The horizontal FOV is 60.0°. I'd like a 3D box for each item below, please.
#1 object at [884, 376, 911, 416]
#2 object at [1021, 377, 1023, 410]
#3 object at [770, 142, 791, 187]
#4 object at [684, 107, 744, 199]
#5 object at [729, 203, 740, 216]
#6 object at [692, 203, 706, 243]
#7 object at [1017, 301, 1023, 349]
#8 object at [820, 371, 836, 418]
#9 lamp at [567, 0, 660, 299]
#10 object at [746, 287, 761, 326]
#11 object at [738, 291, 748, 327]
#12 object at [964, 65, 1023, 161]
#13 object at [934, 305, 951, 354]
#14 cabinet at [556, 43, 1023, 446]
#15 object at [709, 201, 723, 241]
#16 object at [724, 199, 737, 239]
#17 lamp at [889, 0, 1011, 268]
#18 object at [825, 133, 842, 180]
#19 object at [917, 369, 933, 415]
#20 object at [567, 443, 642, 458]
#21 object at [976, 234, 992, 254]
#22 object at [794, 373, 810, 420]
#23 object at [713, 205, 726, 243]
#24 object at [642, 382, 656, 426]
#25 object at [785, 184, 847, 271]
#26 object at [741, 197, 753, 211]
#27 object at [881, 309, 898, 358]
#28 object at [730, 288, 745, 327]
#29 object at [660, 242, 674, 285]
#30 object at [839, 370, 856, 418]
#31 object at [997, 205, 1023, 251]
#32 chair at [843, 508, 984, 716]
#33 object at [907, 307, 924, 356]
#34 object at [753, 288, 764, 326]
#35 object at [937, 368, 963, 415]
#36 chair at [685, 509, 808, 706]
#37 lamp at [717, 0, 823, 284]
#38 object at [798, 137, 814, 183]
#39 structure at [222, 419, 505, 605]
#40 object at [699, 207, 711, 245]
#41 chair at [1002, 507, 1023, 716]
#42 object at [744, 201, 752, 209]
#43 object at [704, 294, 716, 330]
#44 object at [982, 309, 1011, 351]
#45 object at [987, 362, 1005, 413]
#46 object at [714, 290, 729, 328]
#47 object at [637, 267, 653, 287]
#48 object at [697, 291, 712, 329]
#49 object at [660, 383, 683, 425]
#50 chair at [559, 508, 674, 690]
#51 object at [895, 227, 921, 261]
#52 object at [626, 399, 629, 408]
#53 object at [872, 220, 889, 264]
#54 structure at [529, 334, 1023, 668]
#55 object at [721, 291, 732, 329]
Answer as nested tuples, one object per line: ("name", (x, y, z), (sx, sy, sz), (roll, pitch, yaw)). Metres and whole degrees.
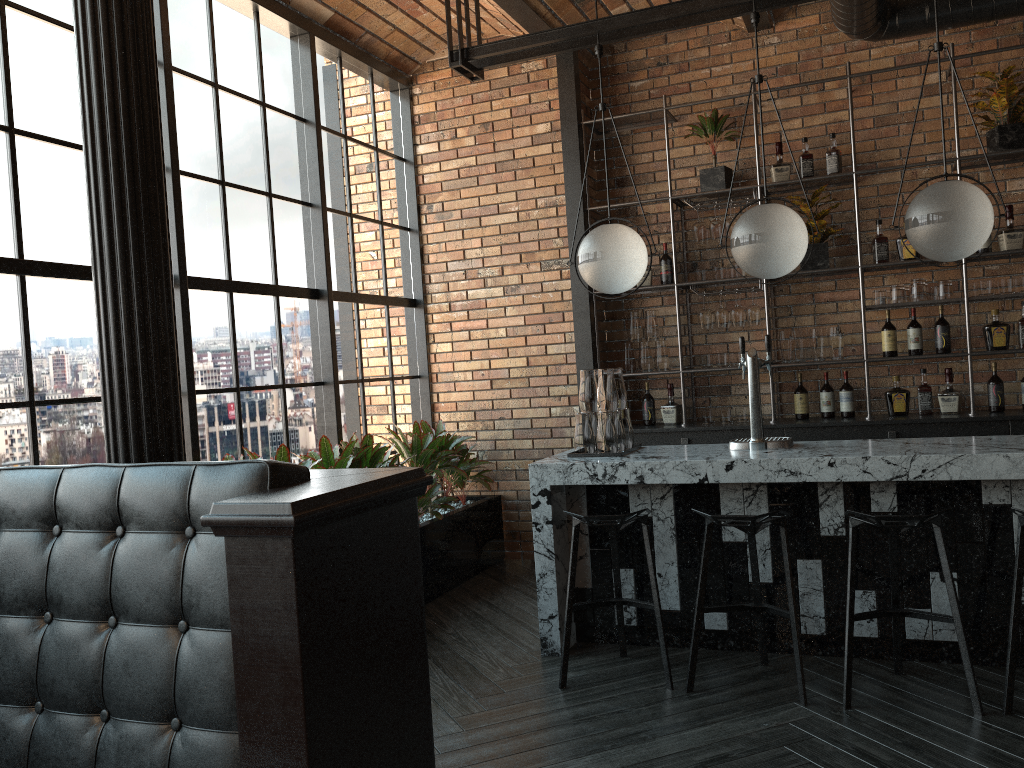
("object", (2.385, 0.073, 5.490), (0.151, 0.248, 0.094), (-4, 1, 11))
("object", (3.050, 0.007, 5.226), (0.086, 0.298, 0.086), (-4, 1, -19))
("object", (1.723, -1.413, 5.697), (0.123, 0.279, 0.123), (-4, 1, 11))
("object", (1.343, -1.528, 5.872), (0.377, 0.554, 0.422), (-4, 1, 10))
("object", (1.480, -1.073, 5.888), (0.092, 0.244, 0.092), (-3, 1, 28))
("object", (1.225, -1.054, 5.814), (0.092, 0.244, 0.092), (-3, 1, 28))
("object", (3.021, -0.347, 5.214), (0.083, 0.282, 0.083), (-3, 1, 22))
("object", (2.017, 0.068, 5.674), (0.086, 0.298, 0.086), (-4, 1, -19))
("lamp", (0.441, -1.288, 4.284), (0.340, 1.754, 0.340), (-4, 1, -22))
("object", (1.552, -0.500, 5.706), (0.092, 0.244, 0.092), (-3, 1, 28))
("object", (1.518, -0.501, 5.898), (0.092, 0.244, 0.092), (-3, 1, 28))
("object", (2.906, -1.608, 5.245), (0.425, 0.526, 0.430), (-3, 1, 24))
("object", (2.612, -0.330, 5.384), (0.086, 0.297, 0.086), (-4, 1, -19))
("cabinet", (2.016, -0.709, 5.564), (7.075, 3.779, 0.564), (-3, 1, 22))
("object", (1.327, -1.061, 5.773), (0.092, 0.244, 0.092), (-3, 1, 28))
("object", (1.418, -1.066, 5.735), (0.092, 0.244, 0.092), (-3, 1, 28))
("lamp", (1.796, -1.369, 3.730), (0.340, 1.754, 0.340), (-4, 1, -22))
("object", (2.021, -1.433, 5.573), (0.083, 0.282, 0.083), (-3, 1, 37))
("object", (2.527, 0.047, 5.432), (0.083, 0.282, 0.083), (-3, 1, 22))
("object", (0.468, 0.333, 4.439), (0.273, 0.019, 0.437), (-3, 1, 22))
("object", (2.806, -0.914, 5.285), (0.086, 0.298, 0.086), (-4, 1, -19))
("object", (1.862, 0.079, 5.710), (0.086, 0.299, 0.086), (-4, 1, -19))
("object", (1.389, -1.067, 5.925), (0.092, 0.244, 0.092), (-3, 1, 28))
("object", (0.932, 0.134, 6.057), (0.086, 0.297, 0.086), (-4, 1, -34))
("object", (1.908, -0.972, 5.609), (0.430, 0.526, 0.425), (-3, 1, 34))
("object", (1.514, -1.072, 5.696), (0.092, 0.244, 0.092), (-3, 1, 28))
("object", (2.338, -0.313, 5.499), (0.086, 0.299, 0.086), (-4, 1, -19))
("object", (1.456, -0.494, 5.745), (0.092, 0.244, 0.092), (-3, 1, 28))
("object", (1.044, -0.809, 6.001), (0.086, 0.299, 0.086), (-4, 1, -19))
("object", (2.118, 0.063, 5.607), (0.086, 0.298, 0.086), (-4, 1, -19))
("object", (2.929, -0.910, 5.212), (0.123, 0.279, 0.123), (-4, 1, 11))
("chair", (1.492, 0.823, 3.416), (0.475, 0.737, 0.414), (-4, 1, 17))
("object", (2.483, -0.324, 5.468), (0.086, 0.298, 0.086), (-4, 1, -19))
("object", (1.614, -0.507, 5.858), (0.092, 0.244, 0.092), (-3, 1, 28))
("object", (2.650, 0.042, 5.367), (0.123, 0.279, 0.123), (-3, 1, 36))
("chair", (0.972, 0.854, 3.629), (0.475, 0.737, 0.414), (-3, 1, 27))
("lamp", (1.119, -1.328, 4.007), (0.340, 1.754, 0.340), (-4, 1, -22))
("object", (1.868, -1.424, 5.636), (0.083, 0.282, 0.083), (-4, 1, 7))
("structure", (-1.017, 0.804, 4.500), (0.757, 1.072, 4.107), (-3, 1, 21))
("object", (1.287, -1.061, 5.967), (0.092, 0.244, 0.092), (-3, 1, 28))
("chair", (2.029, 0.790, 3.197), (0.475, 0.737, 0.414), (-3, 1, 32))
("object", (1.576, -1.078, 5.849), (0.092, 0.244, 0.092), (-3, 1, 28))
("object", (1.325, -0.490, 5.977), (0.092, 0.244, 0.092), (-3, 1, 28))
("object", (2.879, -0.320, 5.272), (0.151, 0.248, 0.094), (-4, 1, 11))
("object", (2.870, 0.019, 5.264), (0.086, 0.297, 0.086), (-4, 1, -34))
("object", (1.365, -0.489, 5.782), (0.092, 0.244, 0.092), (-3, 1, 28))
("object", (0.895, -0.789, 6.044), (0.123, 0.279, 0.123), (-4, 1, 11))
("object", (1.263, -0.483, 5.824), (0.092, 0.244, 0.092), (-3, 1, 28))
("object", (1.082, 0.136, 6.009), (0.123, 0.279, 0.123), (-3, 1, 36))
("chair", (0.444, 0.885, 3.845), (0.475, 0.737, 0.414), (-4, 1, 12))
("object", (2.429, -0.865, 5.431), (0.151, 0.248, 0.094), (-3, 1, 26))
("object", (0.767, 0.144, 6.158), (0.086, 0.299, 0.086), (-4, 1, -19))
("object", (2.280, -0.874, 5.492), (0.083, 0.282, 0.083), (-4, 1, 7))
("structure", (2.922, 0.371, 4.013), (5.346, 1.430, 1.930), (-3, 1, 22))
("object", (1.427, -0.496, 5.935), (0.092, 0.244, 0.092), (-3, 1, 28))
